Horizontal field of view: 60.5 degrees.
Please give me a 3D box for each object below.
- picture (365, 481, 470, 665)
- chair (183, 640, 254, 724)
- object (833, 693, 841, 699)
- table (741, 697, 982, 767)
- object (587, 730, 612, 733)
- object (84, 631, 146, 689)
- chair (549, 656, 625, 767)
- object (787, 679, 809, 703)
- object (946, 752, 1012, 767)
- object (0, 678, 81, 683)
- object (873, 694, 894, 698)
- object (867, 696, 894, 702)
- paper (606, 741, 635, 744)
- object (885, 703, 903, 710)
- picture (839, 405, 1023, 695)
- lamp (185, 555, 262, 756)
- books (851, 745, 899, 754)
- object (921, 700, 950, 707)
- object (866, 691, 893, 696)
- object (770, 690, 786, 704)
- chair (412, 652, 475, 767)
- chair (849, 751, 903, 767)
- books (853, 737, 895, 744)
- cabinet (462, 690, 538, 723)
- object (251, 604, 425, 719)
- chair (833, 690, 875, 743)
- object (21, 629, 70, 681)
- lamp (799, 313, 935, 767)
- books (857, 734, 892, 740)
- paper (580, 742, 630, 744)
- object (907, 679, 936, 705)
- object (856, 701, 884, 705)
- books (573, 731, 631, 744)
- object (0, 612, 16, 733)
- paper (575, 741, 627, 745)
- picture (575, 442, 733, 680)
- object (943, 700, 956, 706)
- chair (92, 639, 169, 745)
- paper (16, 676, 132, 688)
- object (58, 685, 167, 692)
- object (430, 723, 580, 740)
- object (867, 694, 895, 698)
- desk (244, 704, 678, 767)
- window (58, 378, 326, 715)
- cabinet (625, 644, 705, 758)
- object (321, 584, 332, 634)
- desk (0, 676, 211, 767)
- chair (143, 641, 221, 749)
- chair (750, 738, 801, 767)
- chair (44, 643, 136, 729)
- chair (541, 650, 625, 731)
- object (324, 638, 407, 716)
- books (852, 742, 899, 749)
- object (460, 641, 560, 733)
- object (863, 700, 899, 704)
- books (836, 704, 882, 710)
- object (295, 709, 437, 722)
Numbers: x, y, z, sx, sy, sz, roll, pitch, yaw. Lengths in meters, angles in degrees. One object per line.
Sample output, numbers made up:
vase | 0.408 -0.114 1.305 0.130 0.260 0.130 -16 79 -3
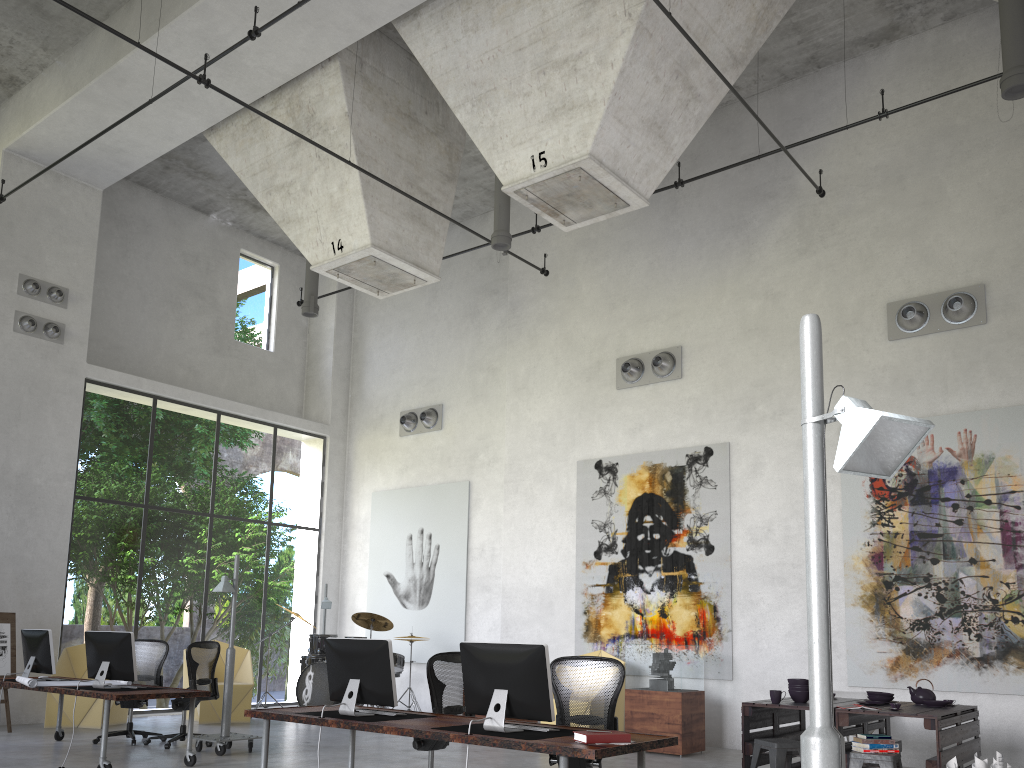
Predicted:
picture | -1.666 3.260 15.110 2.357 2.953 0.021 -8 -12 38
chair | -4.284 4.344 12.865 0.988 1.143 0.950 9 -14 -31
object | 3.059 2.982 8.400 0.139 0.055 0.118 12 -18 -35
table | 3.083 3.215 7.719 1.615 0.777 1.533 -10 -18 37
object | 0.509 2.025 5.116 0.149 0.011 0.011 -1 -13 7
object | -3.930 2.740 8.734 0.718 0.541 0.385 -6 -13 29
chair | 0.485 2.525 6.207 0.770 1.158 0.812 0 -11 7
object | 2.574 2.736 7.844 0.195 0.209 0.217 -8 -16 38
object | 1.951 1.905 3.468 0.322 0.917 0.346 7 -11 -33
object | -5.156 3.260 9.645 0.857 0.008 0.700 -12 -21 38
object | 3.313 2.809 7.894 0.231 0.061 0.233 -9 -18 32
object | 3.310 2.836 7.887 0.229 0.046 0.235 2 -16 -2
paper | 0.545 2.092 5.148 0.293 0.001 0.214 12 -19 -33
object | 3.113 2.626 7.152 0.137 0.055 0.119 -2 -15 14
picture | 4.744 1.814 9.572 2.236 2.953 0.021 -8 -12 38
lamp | -3.102 2.954 9.685 0.583 2.105 0.605 -6 -12 38
books | 2.797 2.817 6.771 0.284 0.034 0.203 3 -16 -5
object | 3.676 2.772 7.615 0.229 0.046 0.235 -3 -16 15
object | 3.307 2.798 7.897 0.231 0.057 0.233 -11 -20 36
object | 2.304 2.716 7.623 0.130 0.107 0.103 -6 -14 29
chair | -0.663 2.766 7.138 0.794 1.159 0.788 -3 -12 22
chair | 2.788 3.068 6.715 0.422 0.478 0.446 -6 -14 33
books | 2.794 2.753 6.783 0.254 0.031 0.179 1 -16 -1
cabinet | -0.154 4.286 12.108 0.741 0.991 0.756 -7 -14 37
object | -2.578 4.342 13.760 2.979 1.705 1.926 -5 -14 22
chair | 3.446 3.592 9.044 0.696 0.801 0.790 -4 -13 23
object | -5.153 2.986 9.686 0.721 0.540 0.383 -10 -16 39
lamp | 0.739 0.866 2.092 0.583 2.105 0.606 6 -10 -26
books | 2.799 2.725 6.786 0.204 0.024 0.148 3 -16 -5
paper | 0.538 2.092 5.142 0.290 0.001 0.216 1 -16 0
object | 3.689 2.767 7.893 0.220 0.227 0.216 -8 -15 36
object | 3.130 2.794 7.682 0.236 0.019 0.239 -9 -19 32
books | 0.520 2.055 5.116 0.286 0.051 0.207 7 -16 -19
object | -6.615 3.259 10.966 0.690 2.097 0.704 -6 -12 39
paper | 0.538 2.091 5.142 0.291 0.001 0.216 -5 -17 20
picture | 1.842 2.397 11.830 2.374 2.953 0.021 -8 -12 38
object | 3.856 2.813 7.749 0.116 0.055 0.141 2 -15 -1
chair | -4.423 3.600 10.337 0.772 1.158 0.811 4 -11 -13
paper | -4.619 3.114 9.258 1.090 0.102 0.990 15 -21 -40
object | -3.933 3.015 8.694 0.853 0.008 0.703 -8 -18 29
object | 0.002 2.224 5.631 0.857 0.008 0.700 -12 -21 38
object | 3.312 2.821 7.888 0.230 0.061 0.234 -9 -18 32
desk | -0.508 2.667 5.965 3.158 0.708 0.991 -11 -18 37
window | -4.929 2.815 14.269 0.020 4.782 4.643 -5 -14 37
cabinet | 1.813 3.725 10.417 0.749 1.228 0.604 -7 -13 38
object | -3.260 4.522 15.153 0.581 2.105 0.608 4 -10 -16
desk | -4.444 3.467 9.059 3.158 0.708 0.991 -11 -18 37
chair | -3.770 3.552 10.120 0.792 1.159 0.790 1 -11 2
chair | 2.255 3.240 7.356 0.421 0.478 0.447 5 -13 -16
chair | -5.725 4.044 11.927 0.979 1.143 0.958 2 -12 -3
chair | 0.919 4.007 11.288 0.987 1.143 0.951 -7 -14 36
object | -1.073 2.166 6.510 0.721 0.540 0.383 -10 -16 39
books | 2.798 2.784 6.776 0.286 0.033 0.202 7 -17 -20
object | 0.005 1.949 5.671 0.721 0.540 0.383 -10 -16 39
object | 3.312 2.856 7.886 0.295 0.023 0.303 -3 -17 15
books | 2.866 2.667 7.266 0.304 0.029 0.229 0 -16 6
object | -1.076 2.441 6.470 0.857 0.008 0.700 -12 -21 38
